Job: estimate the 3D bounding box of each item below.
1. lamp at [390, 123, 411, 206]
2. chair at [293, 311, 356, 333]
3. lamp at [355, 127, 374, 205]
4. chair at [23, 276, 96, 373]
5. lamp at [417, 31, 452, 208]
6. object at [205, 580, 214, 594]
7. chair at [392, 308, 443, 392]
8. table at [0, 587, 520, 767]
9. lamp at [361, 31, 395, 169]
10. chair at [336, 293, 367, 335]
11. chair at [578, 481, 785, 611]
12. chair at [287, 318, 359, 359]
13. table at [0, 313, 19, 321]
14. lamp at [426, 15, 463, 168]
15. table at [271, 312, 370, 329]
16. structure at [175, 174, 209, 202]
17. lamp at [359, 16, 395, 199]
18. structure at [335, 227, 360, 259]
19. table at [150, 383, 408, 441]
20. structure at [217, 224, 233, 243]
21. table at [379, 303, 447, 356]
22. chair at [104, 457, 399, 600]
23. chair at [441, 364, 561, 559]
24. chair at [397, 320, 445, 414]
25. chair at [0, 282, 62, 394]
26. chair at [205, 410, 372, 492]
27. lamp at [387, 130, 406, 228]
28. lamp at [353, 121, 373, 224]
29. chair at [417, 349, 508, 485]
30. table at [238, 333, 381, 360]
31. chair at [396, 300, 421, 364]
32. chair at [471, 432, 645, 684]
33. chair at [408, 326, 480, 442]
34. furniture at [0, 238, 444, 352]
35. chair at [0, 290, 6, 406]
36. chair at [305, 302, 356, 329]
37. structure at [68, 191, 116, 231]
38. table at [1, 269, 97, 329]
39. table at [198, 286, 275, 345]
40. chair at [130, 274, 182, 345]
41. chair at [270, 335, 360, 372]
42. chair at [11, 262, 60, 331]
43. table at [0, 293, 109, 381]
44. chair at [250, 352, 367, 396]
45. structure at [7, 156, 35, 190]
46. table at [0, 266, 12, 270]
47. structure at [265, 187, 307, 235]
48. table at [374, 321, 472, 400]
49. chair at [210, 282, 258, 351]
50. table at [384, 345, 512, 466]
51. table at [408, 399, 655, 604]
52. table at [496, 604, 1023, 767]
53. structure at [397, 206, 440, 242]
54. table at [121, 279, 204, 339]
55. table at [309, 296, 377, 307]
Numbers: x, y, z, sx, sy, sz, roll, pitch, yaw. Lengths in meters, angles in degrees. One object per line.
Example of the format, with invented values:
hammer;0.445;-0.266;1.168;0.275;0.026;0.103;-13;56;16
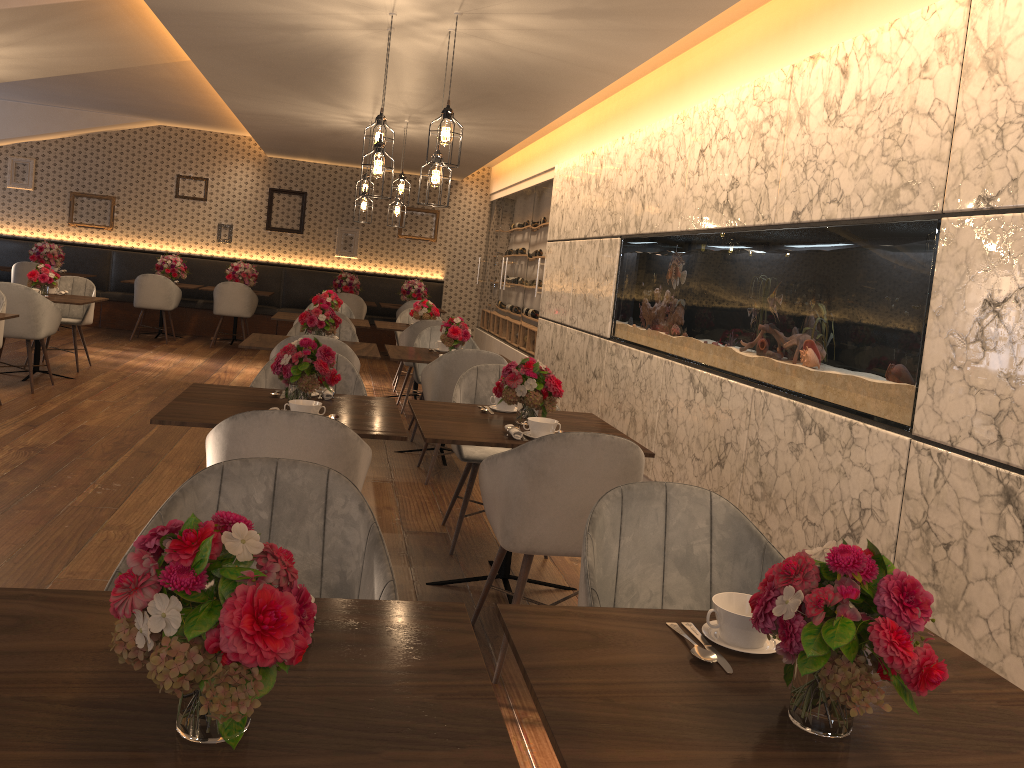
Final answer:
lamp;-0.952;-2.709;8.274;0.175;2.062;0.176;5;4;-10
chair;-1.701;-0.248;7.923;0.564;0.869;0.529;5;5;-11
lamp;-1.367;-2.811;8.731;0.175;2.062;0.176;5;4;-10
chair;-4.289;-0.590;8.459;0.564;0.869;0.529;5;5;-11
lamp;-0.335;-2.023;4.895;0.175;2.062;0.176;5;4;-10
object;-0.467;0.372;1.470;0.149;0.072;0.148;10;8;31
chair;-0.992;-0.360;9.410;0.564;0.869;0.529;5;5;-11
table;-0.485;0.805;1.201;0.895;0.718;0.902;5;6;-11
lamp;-0.670;-2.269;5.017;0.175;2.062;0.176;5;4;-10
chair;-2.224;-0.783;11.728;0.564;0.869;0.529;5;5;-11
chair;0.392;0.716;2.033;0.564;0.869;0.529;5;5;-11
chair;-1.475;-0.082;6.800;0.564;0.869;0.529;5;5;-11
table;-3.756;-0.089;5.544;0.895;0.718;0.902;5;6;-11
lamp;-0.255;-2.167;4.560;0.175;2.062;0.176;5;4;-10
table;-1.870;-0.272;8.578;0.895;0.718;0.902;5;6;-11
structure;-4.607;-2.819;12.740;0.448;0.343;0.016;5;4;-11
lamp;-0.630;-2.030;4.709;0.175;2.062;0.176;5;4;-10
structure;-2.452;-2.105;13.200;0.340;0.438;0.035;5;4;-11
table;-0.940;0.450;3.627;0.895;0.718;0.902;5;6;-11
structure;-4.175;-2.188;12.875;0.216;0.276;0.018;5;4;-11
table;-1.455;-0.731;12.566;0.895;0.718;0.902;5;6;-11
chair;-0.545;0.640;1.849;0.564;0.869;0.529;5;5;-11
chair;-0.063;0.362;4.459;0.564;0.869;0.529;5;5;-11
chair;-0.763;-0.172;8.107;0.564;0.869;0.529;5;5;-11
chair;-4.014;-0.397;7.165;0.564;0.869;0.529;5;5;-11
chair;-0.772;0.475;2.972;0.564;0.869;0.529;5;5;-11
lamp;-1.032;-2.565;8.609;0.175;2.062;0.176;5;4;-10
lamp;-1.327;-2.572;8.423;0.175;2.062;0.176;5;4;-10
chair;-0.308;0.182;5.680;0.564;0.869;0.529;5;5;-11
table;-1.414;0.082;6.152;0.895;0.718;0.902;5;6;-11
chair;-1.286;-0.707;11.911;0.564;0.869;0.529;5;5;-11
chair;0.166;0.551;3.156;0.564;0.869;0.529;5;5;-11
chair;-0.537;-0.006;6.984;0.564;0.869;0.529;5;5;-11
furniture;-4.515;-1.241;12.598;7.080;1.077;0.544;5;5;-11
chair;-3.862;-0.258;6.184;0.564;0.869;0.529;5;5;-11
chair;-1.930;-0.436;9.227;0.564;0.869;0.529;5;5;-11
structure;-5.938;-2.442;12.512;0.600;0.483;0.032;5;4;-11
table;-6.098;-1.108;11.657;0.895;0.718;0.902;5;6;-11
table;-3.776;-0.920;12.112;0.895;0.718;0.902;5;6;-11
chair;-4.545;-0.972;11.273;0.564;0.869;0.529;5;5;-11
chair;-1.245;0.106;5.497;0.564;0.869;0.529;5;5;-11
chair;-5.929;-1.084;11.002;0.564;0.869;0.529;5;5;-11
table;-4.183;-0.422;7.820;0.895;0.718;0.902;5;6;-11
chair;-1.001;0.286;4.276;0.564;0.869;0.529;5;5;-11
structure;-6.823;-2.930;12.303;0.340;0.438;0.035;5;4;-11
table;-7.036;-1.184;11.474;0.895;0.718;0.902;5;6;-11
structure;-3.314;-2.537;13.007;0.543;0.630;0.035;5;4;-11
table;-0.932;-0.196;8.762;0.895;0.718;0.902;5;6;-11
chair;-3.608;-0.895;11.457;0.564;0.869;0.529;5;5;-11
table;-0.476;0.158;6.335;0.895;0.718;0.902;5;6;-11
table;-0.003;0.527;3.811;0.895;0.718;0.902;5;6;-11
table;0.452;0.881;1.385;0.895;0.718;0.902;5;6;-11
structure;-1.408;-2.414;13.369;0.600;0.483;0.032;5;4;-11
table;-4.714;-0.996;11.928;0.895;0.718;0.902;5;6;-11
table;-2.392;-0.807;12.383;0.895;0.718;0.902;5;6;-11
